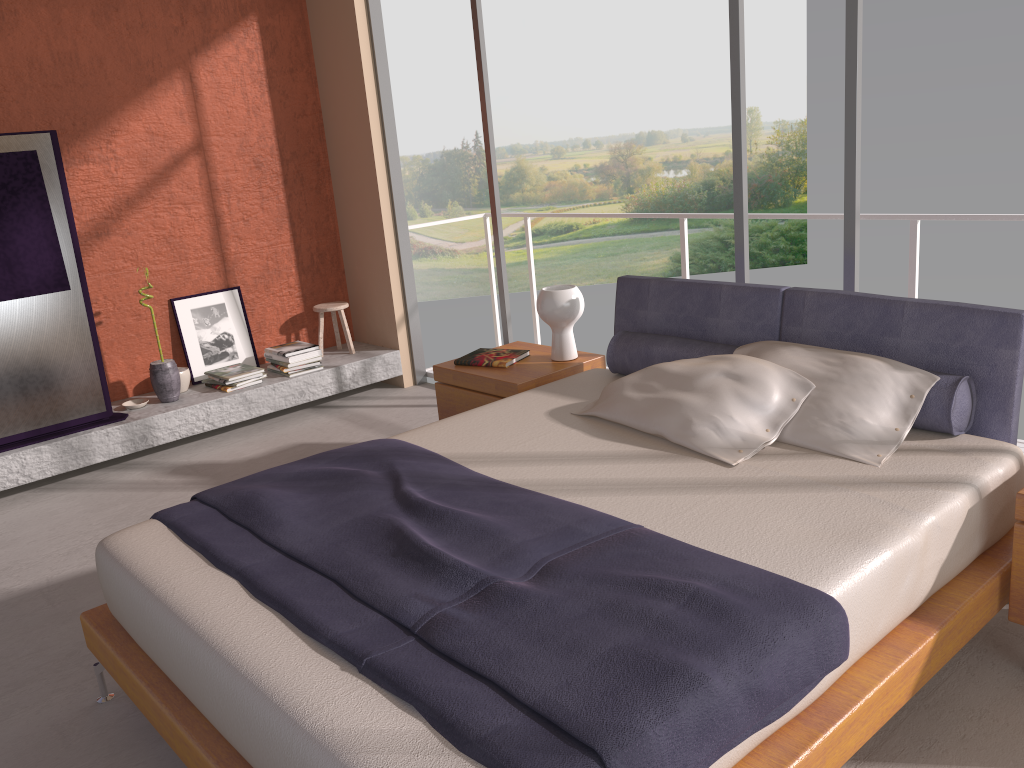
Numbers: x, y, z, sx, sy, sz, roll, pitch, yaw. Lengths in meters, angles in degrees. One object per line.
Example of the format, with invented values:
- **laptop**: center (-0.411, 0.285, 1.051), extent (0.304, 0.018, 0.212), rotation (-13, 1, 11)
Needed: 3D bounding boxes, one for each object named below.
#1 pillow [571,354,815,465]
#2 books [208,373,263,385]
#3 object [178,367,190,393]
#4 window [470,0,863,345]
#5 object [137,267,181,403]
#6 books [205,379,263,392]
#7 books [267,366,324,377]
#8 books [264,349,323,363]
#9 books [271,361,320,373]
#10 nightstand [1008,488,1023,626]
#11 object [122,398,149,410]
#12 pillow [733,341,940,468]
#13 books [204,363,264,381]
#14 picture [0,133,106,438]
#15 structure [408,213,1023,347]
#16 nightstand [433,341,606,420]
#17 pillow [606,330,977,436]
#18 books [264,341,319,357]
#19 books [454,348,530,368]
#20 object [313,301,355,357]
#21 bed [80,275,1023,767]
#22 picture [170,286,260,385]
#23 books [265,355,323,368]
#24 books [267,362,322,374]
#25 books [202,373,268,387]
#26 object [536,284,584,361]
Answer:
- **pillow**: center (0.606, 0.048, 3.146), extent (0.431, 0.264, 0.869), rotation (-15, 18, -31)
- **books**: center (-1.725, -0.054, 5.533), extent (0.247, 0.025, 0.287), rotation (-17, 19, -36)
- **object**: center (-2.078, -0.017, 5.484), extent (0.179, 0.137, 0.180), rotation (-13, 17, -26)
- **window**: center (1.848, -0.929, 2.824), extent (0.075, 3.133, 6.106), rotation (-18, 20, -38)
- **object**: center (-2.083, -0.286, 5.197), extent (0.165, 0.810, 0.165), rotation (-10, 16, -16)
- **books**: center (-1.737, -0.008, 5.540), extent (0.247, 0.025, 0.287), rotation (-20, 21, -41)
- **books**: center (-1.410, -0.101, 5.776), extent (0.247, 0.018, 0.328), rotation (-17, 20, -37)
- **books**: center (-1.419, -0.196, 5.749), extent (0.247, 0.038, 0.319), rotation (-19, 21, -41)
- **books**: center (-1.404, -0.135, 5.749), extent (0.247, 0.025, 0.287), rotation (-14, 18, -28)
- **nightstand**: center (1.788, 0.533, 2.386), extent (0.562, 0.556, 0.628), rotation (-18, 20, -38)
- **object**: center (-2.218, 0.126, 5.232), extent (0.152, 0.040, 0.152), rotation (-7, 16, -5)
- **pillow**: center (0.979, 0.045, 2.993), extent (0.400, 0.265, 0.791), rotation (-17, 19, -35)
- **books**: center (-1.731, -0.075, 5.531), extent (0.247, 0.018, 0.328), rotation (-20, 21, -41)
- **picture**: center (-2.743, -0.451, 4.456), extent (1.129, 1.496, 0.126), rotation (-18, 20, -38)
- **structure**: center (2.111, -0.112, 3.479), extent (0.728, 1.005, 7.689), rotation (-18, 20, -38)
- **nightstand**: center (0.053, 0.153, 4.339), extent (0.562, 0.556, 0.628), rotation (-18, 20, -38)
- **pillow**: center (0.951, -0.035, 3.321), extent (0.205, 0.201, 1.470), rotation (-18, 20, -38)
- **books**: center (-1.426, -0.227, 5.745), extent (0.247, 0.025, 0.287), rotation (-18, 20, -38)
- **books**: center (-0.095, -0.127, 4.305), extent (0.287, 0.025, 0.247), rotation (4, 18, 30)
- **object**: center (-1.208, -0.376, 6.090), extent (0.260, 0.349, 0.257), rotation (0, 16, 19)
- **bed**: center (0.186, 0.387, 2.742), extent (2.462, 0.959, 2.017), rotation (-18, 20, -38)
- **picture**: center (-1.905, -0.317, 5.717), extent (0.458, 0.550, 0.117), rotation (-18, 20, -38)
- **books**: center (-1.416, -0.165, 5.758), extent (0.247, 0.027, 0.328), rotation (-17, 20, -37)
- **books**: center (-1.415, -0.119, 5.775), extent (0.247, 0.018, 0.287), rotation (-18, 20, -38)
- **books**: center (-1.735, -0.034, 5.548), extent (0.328, 0.018, 0.247), rotation (5, 19, 33)
- **object**: center (0.234, -0.286, 4.168), extent (0.224, 0.338, 0.224), rotation (-14, 18, -27)
